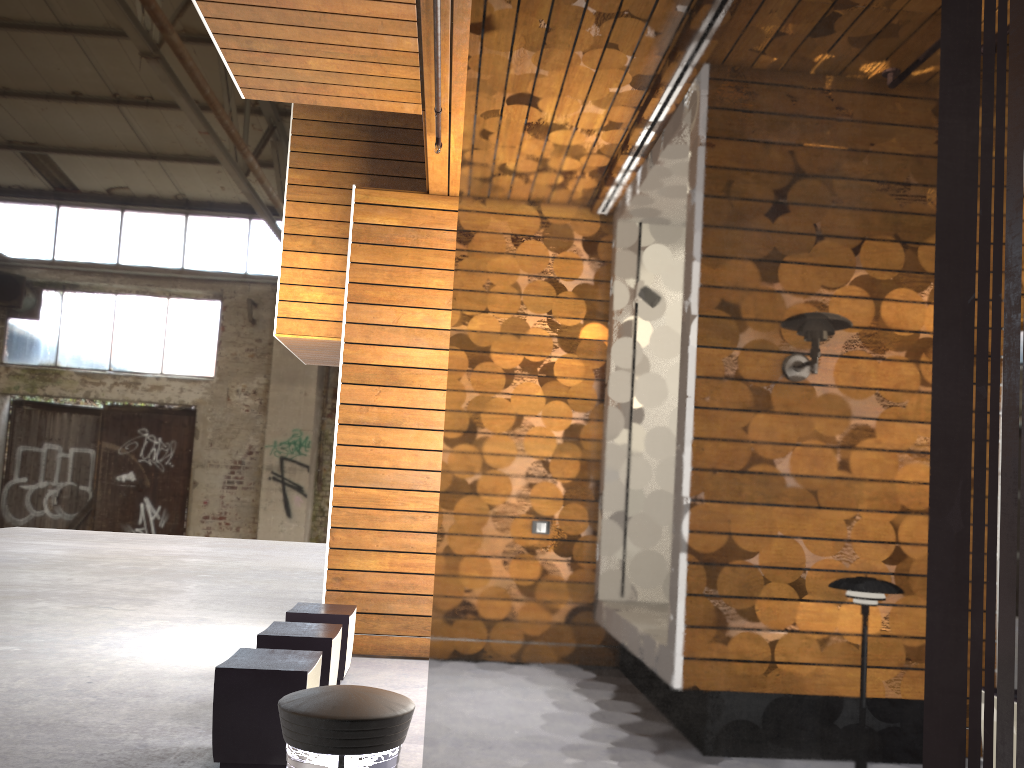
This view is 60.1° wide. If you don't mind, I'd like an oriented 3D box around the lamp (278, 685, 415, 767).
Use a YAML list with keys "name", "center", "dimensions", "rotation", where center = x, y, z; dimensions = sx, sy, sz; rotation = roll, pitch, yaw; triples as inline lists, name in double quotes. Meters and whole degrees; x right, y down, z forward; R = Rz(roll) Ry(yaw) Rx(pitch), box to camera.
- name: "lamp"
  center: [-0.348, 0.956, 1.749]
  dimensions: [0.348, 0.693, 0.349]
  rotation: [3, -5, 2]
